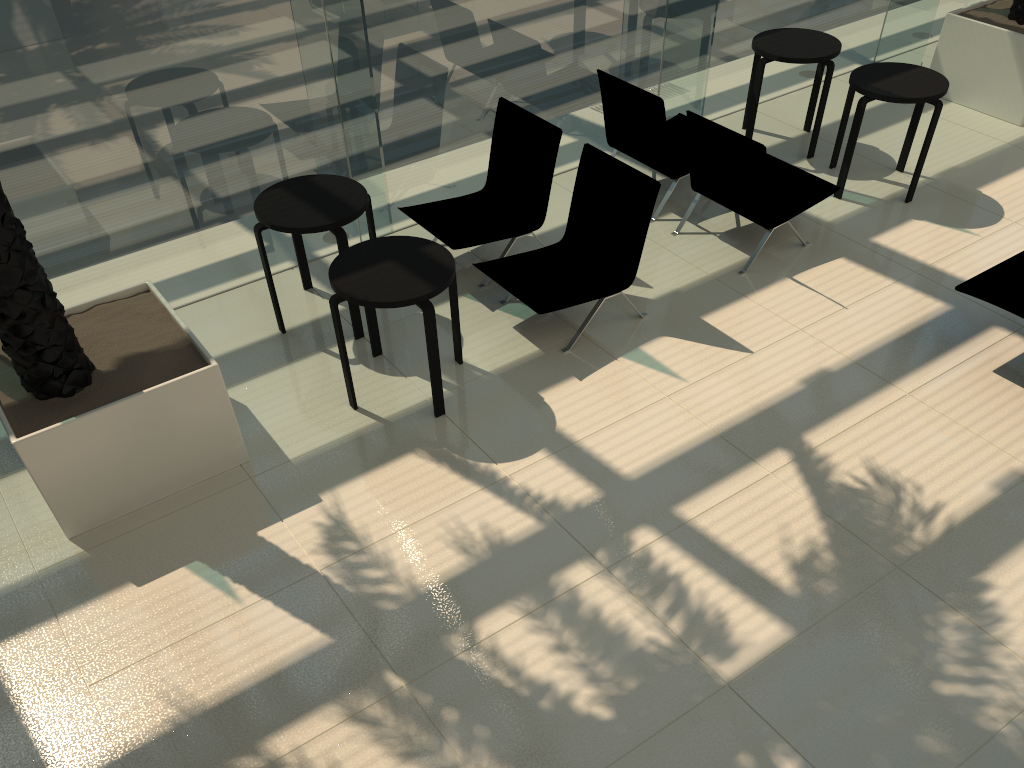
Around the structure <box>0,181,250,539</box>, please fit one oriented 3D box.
[{"bbox_3d":[-2.439,-2.387,2.281,4.339,7.617,4.524,23,48,25],"label":"structure"}]

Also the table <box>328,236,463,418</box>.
[{"bbox_3d":[-0.636,-0.315,4.970,0.678,0.848,0.622,7,43,10],"label":"table"}]

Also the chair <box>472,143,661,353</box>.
[{"bbox_3d":[0.312,-0.814,5.390,0.863,0.965,0.673,-26,48,-24],"label":"chair"}]

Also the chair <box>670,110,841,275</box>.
[{"bbox_3d":[1.716,-1.440,6.023,0.863,0.965,0.673,-26,48,-24],"label":"chair"}]

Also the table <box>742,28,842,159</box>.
[{"bbox_3d":[2.233,-2.354,7.094,0.680,0.848,0.620,1,42,3],"label":"table"}]

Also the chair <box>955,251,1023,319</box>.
[{"bbox_3d":[3.512,-0.343,4.531,0.896,1.258,1.918,-28,48,-26],"label":"chair"}]

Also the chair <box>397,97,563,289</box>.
[{"bbox_3d":[-0.226,-1.272,5.911,0.863,0.965,0.673,-26,48,-24],"label":"chair"}]

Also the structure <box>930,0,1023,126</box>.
[{"bbox_3d":[4.273,-5.411,5.342,4.282,7.617,4.585,-32,50,-29],"label":"structure"}]

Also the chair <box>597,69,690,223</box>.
[{"bbox_3d":[1.178,-1.898,6.544,0.863,0.965,0.673,-26,48,-24],"label":"chair"}]

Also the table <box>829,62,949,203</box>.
[{"bbox_3d":[2.793,-1.877,6.553,0.680,0.848,0.620,1,42,3],"label":"table"}]

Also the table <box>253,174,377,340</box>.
[{"bbox_3d":[-1.196,-0.792,5.512,0.678,0.848,0.622,7,43,10],"label":"table"}]
